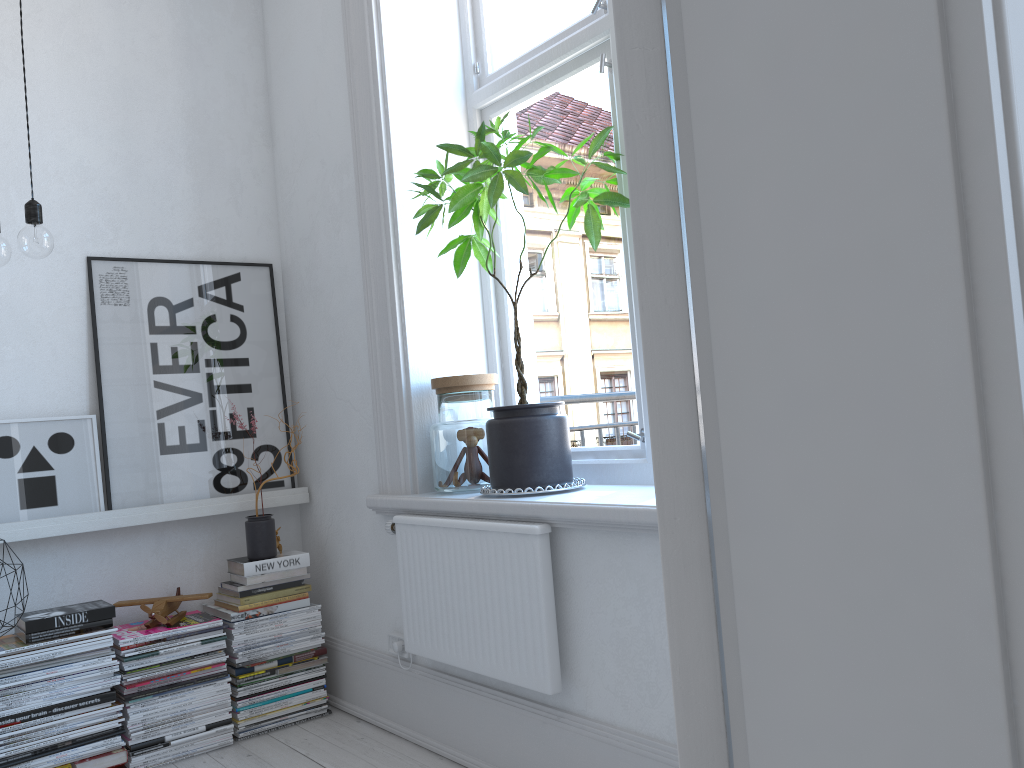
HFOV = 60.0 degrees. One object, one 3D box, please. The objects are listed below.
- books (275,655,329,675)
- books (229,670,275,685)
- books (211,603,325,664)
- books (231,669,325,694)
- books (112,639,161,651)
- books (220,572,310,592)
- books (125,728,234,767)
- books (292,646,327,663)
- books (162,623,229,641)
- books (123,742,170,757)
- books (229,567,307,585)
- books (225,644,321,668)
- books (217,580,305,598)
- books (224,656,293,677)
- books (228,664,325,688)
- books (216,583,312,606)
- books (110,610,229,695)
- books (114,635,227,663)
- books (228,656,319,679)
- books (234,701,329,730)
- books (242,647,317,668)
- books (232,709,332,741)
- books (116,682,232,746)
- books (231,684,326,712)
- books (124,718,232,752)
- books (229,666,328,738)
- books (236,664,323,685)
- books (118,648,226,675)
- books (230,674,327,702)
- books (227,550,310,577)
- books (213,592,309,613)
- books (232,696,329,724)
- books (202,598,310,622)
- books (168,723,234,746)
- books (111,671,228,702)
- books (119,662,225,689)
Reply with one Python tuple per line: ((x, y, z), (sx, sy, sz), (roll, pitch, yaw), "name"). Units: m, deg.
((-0.769, 0.945, 3.044), (0.178, 0.018, 0.264), (-3, -3, -37), "books")
((-0.863, 0.948, 2.905), (0.134, 0.019, 0.119), (-3, -3, -38), "books")
((-0.836, 0.827, 3.005), (0.317, 0.134, 0.278), (-3, -3, -38), "books")
((-0.826, 0.981, 2.993), (0.307, 0.005, 0.247), (-3, -3, -40), "books")
((-1.158, 0.785, 2.711), (0.121, 0.010, 0.173), (-3, -3, -40), "books")
((-0.833, 0.665, 3.006), (0.261, 0.018, 0.146), (-3, -3, -39), "books")
((-1.067, 1.122, 2.780), (0.316, 0.061, 0.263), (-3, -3, -38), "books")
((-0.739, 0.915, 3.048), (0.122, 0.023, 0.220), (-3, -3, -38), "books")
((-1.024, 0.777, 2.813), (0.193, 0.009, 0.182), (-3, -3, -38), "books")
((-1.096, 1.083, 2.652), (0.113, 0.011, 0.091), (-3, -3, -38), "books")
((-0.823, 0.642, 2.999), (0.214, 0.026, 0.151), (-3, -3, -38), "books")
((-0.809, 0.894, 2.967), (0.304, 0.009, 0.167), (-3, -3, -41), "books")
((-0.856, 0.688, 3.023), (0.233, 0.020, 0.187), (-3, -3, -40), "books")
((-0.860, 0.921, 2.947), (0.193, 0.023, 0.194), (-3, -3, -38), "books")
((-0.824, 0.967, 3.002), (0.300, 0.005, 0.242), (-3, -3, -38), "books")
((-0.844, 0.707, 3.014), (0.257, 0.021, 0.202), (-3, -3, -41), "books")
((-1.095, 0.838, 2.794), (0.318, 0.162, 0.272), (-3, -3, -38), "books")
((-1.096, 0.814, 2.792), (0.310, 0.012, 0.260), (-3, -3, -39), "books")
((-0.822, 0.934, 2.979), (0.276, 0.007, 0.217), (-3, -3, -37), "books")
((-0.817, 1.094, 2.995), (0.312, 0.006, 0.257), (-3, -3, -38), "books")
((-0.814, 0.903, 2.974), (0.255, 0.007, 0.199), (-3, -3, -43), "books")
((-0.813, 1.142, 2.999), (0.333, 0.037, 0.245), (-3, -3, -38), "books")
((-1.074, 1.006, 2.786), (0.319, 0.116, 0.270), (-3, -3, -39), "books")
((-0.815, 1.035, 2.989), (0.311, 0.010, 0.248), (-3, -3, -35), "books")
((-1.067, 1.070, 2.776), (0.301, 0.017, 0.238), (-3, -3, -38), "books")
((-0.821, 1.047, 2.995), (0.316, 0.154, 0.263), (-3, -3, -38), "books")
((-0.823, 0.961, 3.003), (0.292, 0.005, 0.229), (-3, -3, -35), "books")
((-1.093, 0.852, 2.786), (0.306, 0.007, 0.255), (-3, -3, -38), "books")
((-0.828, 1.005, 3.000), (0.316, 0.011, 0.256), (-3, -3, -39), "books")
((-0.827, 0.607, 3.010), (0.228, 0.045, 0.169), (-3, -3, -35), "books")
((-0.851, 0.728, 3.003), (0.245, 0.020, 0.223), (-3, -3, -39), "books")
((-0.818, 1.073, 2.992), (0.316, 0.005, 0.253), (-3, -3, -38), "books")
((-0.877, 0.754, 3.026), (0.271, 0.026, 0.286), (-3, -3, -38), "books")
((-1.020, 1.083, 2.807), (0.192, 0.012, 0.251), (-3, -3, -38), "books")
((-1.096, 0.924, 2.785), (0.308, 0.012, 0.290), (-3, -3, -39), "books")
((-1.099, 0.894, 2.788), (0.298, 0.007, 0.280), (-3, -3, -40), "books")
